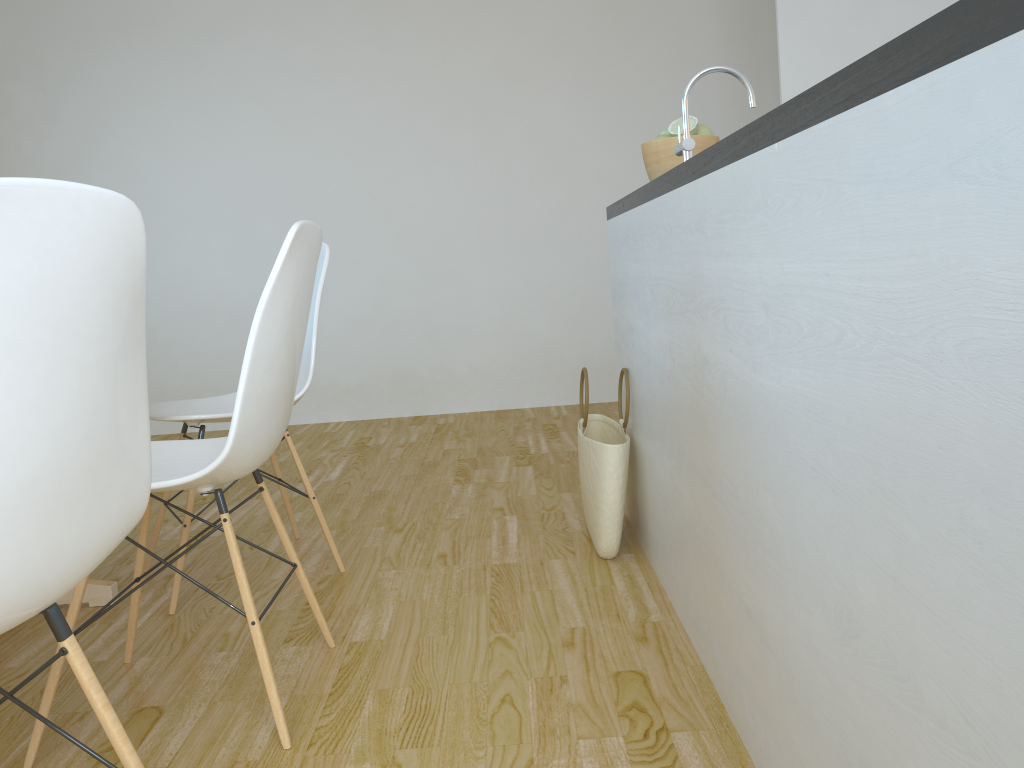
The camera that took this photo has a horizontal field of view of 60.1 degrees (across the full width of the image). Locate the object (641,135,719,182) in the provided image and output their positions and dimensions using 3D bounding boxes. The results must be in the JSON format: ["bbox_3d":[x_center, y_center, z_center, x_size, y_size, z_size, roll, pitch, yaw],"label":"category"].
[{"bbox_3d":[0.452,-0.576,2.361,0.206,0.141,0.206,-9,8,-39],"label":"object"}]

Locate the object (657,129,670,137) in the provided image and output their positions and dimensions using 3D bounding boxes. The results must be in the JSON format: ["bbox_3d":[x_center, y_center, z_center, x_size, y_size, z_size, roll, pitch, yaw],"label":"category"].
[{"bbox_3d":[0.439,-0.660,2.416,0.086,0.065,0.084,-3,6,12],"label":"object"}]

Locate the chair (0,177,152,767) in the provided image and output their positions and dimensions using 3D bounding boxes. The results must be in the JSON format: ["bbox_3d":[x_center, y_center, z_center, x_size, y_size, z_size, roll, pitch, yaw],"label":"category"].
[{"bbox_3d":[-0.651,0.258,0.956,0.522,0.897,0.432,-2,5,20],"label":"chair"}]

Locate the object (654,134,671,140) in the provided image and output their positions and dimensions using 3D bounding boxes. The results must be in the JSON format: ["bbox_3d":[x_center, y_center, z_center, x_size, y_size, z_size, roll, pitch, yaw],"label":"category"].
[{"bbox_3d":[0.414,-0.620,2.346,0.081,0.085,0.098,-8,7,-35],"label":"object"}]

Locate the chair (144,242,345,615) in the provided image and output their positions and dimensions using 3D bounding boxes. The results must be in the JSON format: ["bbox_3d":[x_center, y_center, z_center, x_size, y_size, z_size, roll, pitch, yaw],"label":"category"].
[{"bbox_3d":[-0.752,0.071,2.444,0.525,0.897,0.430,-7,5,-30],"label":"chair"}]

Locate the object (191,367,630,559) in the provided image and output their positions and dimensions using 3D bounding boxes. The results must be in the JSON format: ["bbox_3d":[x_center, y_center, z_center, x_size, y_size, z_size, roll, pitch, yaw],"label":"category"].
[{"bbox_3d":[-0.180,0.254,2.314,1.192,0.499,0.472,-7,6,-23],"label":"object"}]

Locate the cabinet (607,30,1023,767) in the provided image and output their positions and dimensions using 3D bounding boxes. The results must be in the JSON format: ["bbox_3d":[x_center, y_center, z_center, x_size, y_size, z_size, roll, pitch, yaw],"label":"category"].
[{"bbox_3d":[0.637,0.087,1.528,0.600,0.905,2.415,-4,7,0],"label":"cabinet"}]

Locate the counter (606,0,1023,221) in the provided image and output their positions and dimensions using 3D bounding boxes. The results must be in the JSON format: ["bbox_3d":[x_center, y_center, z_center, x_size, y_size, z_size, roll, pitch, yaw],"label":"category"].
[{"bbox_3d":[0.603,-0.384,1.496,0.600,0.040,2.415,-4,7,0],"label":"counter"}]

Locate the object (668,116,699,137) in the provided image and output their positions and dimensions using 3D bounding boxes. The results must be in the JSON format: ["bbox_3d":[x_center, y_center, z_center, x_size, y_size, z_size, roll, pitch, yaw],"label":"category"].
[{"bbox_3d":[0.444,-0.659,2.287,0.077,0.071,0.074,-1,6,24],"label":"object"}]

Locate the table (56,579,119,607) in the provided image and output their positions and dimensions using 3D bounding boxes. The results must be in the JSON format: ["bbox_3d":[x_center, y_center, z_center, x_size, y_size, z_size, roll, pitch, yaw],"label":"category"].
[{"bbox_3d":[-1.376,0.313,1.595,1.193,0.721,2.202,-4,7,-2],"label":"table"}]

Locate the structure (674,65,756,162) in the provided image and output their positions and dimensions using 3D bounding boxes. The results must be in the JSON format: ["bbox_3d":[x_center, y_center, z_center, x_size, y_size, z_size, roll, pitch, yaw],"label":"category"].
[{"bbox_3d":[0.416,-0.541,1.828,0.162,0.214,0.097,-4,4,0],"label":"structure"}]

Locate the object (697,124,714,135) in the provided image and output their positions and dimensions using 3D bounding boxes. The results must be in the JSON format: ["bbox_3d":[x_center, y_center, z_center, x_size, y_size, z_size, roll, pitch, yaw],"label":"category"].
[{"bbox_3d":[0.494,-0.641,2.346,0.086,0.098,0.102,-2,6,20],"label":"object"}]
